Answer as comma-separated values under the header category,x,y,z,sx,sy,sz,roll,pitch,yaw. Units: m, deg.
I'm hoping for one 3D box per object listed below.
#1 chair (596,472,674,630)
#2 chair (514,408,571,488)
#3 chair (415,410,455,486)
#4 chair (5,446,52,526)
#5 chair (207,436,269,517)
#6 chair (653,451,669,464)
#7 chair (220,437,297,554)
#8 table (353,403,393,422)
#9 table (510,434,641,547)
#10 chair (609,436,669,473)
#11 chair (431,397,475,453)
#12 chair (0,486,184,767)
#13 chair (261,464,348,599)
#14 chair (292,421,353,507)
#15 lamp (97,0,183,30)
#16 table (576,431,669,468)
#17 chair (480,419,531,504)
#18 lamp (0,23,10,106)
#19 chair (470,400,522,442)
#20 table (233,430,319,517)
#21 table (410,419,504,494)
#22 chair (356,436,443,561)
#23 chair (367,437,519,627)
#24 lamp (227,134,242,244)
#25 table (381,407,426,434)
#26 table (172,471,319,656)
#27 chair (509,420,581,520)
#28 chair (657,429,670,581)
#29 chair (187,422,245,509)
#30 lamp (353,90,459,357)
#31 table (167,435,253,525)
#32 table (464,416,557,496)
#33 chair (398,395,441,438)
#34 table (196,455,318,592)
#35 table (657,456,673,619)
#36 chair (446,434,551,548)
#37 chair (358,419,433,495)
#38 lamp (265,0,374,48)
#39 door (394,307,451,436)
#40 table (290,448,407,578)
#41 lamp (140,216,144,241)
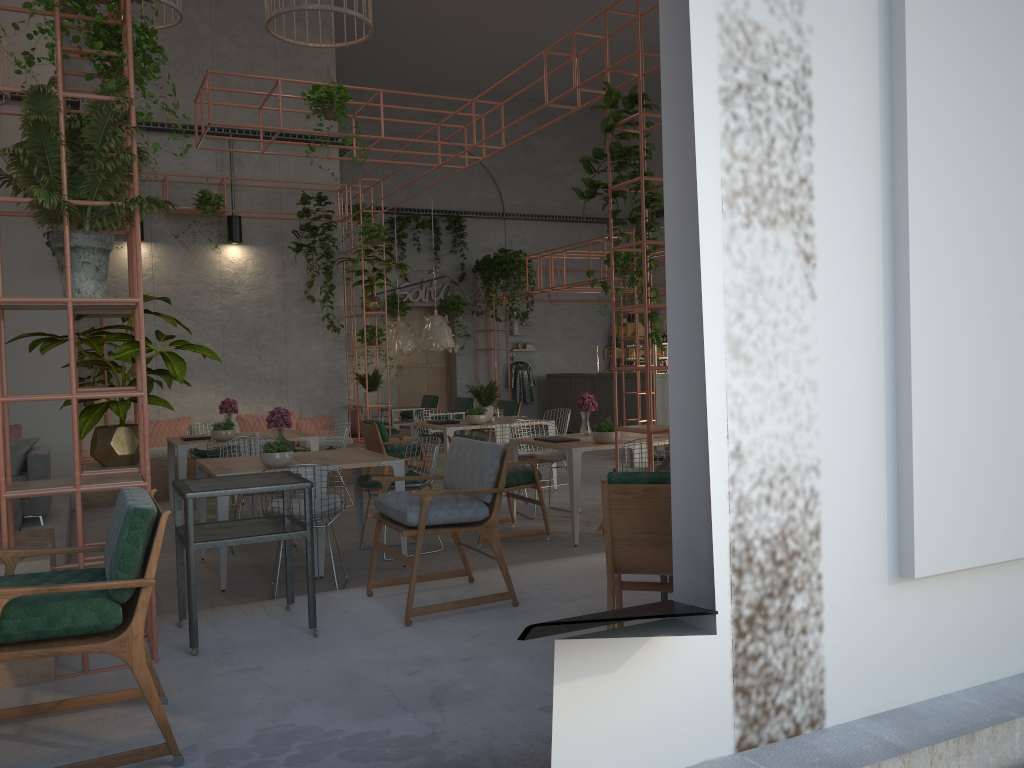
category,x,y,z,sx,sy,sz,roll,pitch,yaw
chair,0.767,0.808,3.829,0.722,0.917,0.685,-1,2,14
chair,0.391,0.791,11.149,0.717,0.941,0.565,-3,2,-30
chair,-0.916,0.818,11.540,0.565,0.941,0.717,-2,2,-25
chair,-4.956,0.967,8.309,1.127,0.672,1.052,-3,2,-26
chair,-2.631,0.953,8.640,0.565,0.941,0.717,-2,2,-10
chair,1.627,0.826,8.655,0.717,0.941,0.565,-3,2,-30
chair,-2.253,0.965,7.847,0.565,0.941,0.717,-2,2,-25
table,-2.648,0.793,16.959,0.635,0.798,0.602,-3,2,-26
table,0.562,0.930,8.111,0.694,0.830,1.205,-3,2,-26
chair,1.141,0.877,7.381,0.565,0.941,0.717,-2,2,-10
chair,-1.047,0.711,15.793,0.685,0.930,0.722,-3,2,-26
chair,-1.616,0.891,3.250,0.685,0.929,0.722,-3,2,-26
chair,-1.432,0.988,6.182,0.565,0.941,0.717,-2,2,-10
chair,-2.145,0.902,9.914,0.717,0.941,0.565,-3,2,-30
lamp,-3.687,-5.304,8.478,0.883,3.476,0.883,-1,2,27
table,1.186,0.902,8.420,0.694,0.830,1.214,-3,2,-26
chair,-0.095,0.842,9.875,0.565,0.941,0.717,-2,2,-10
lamp,-5.559,-4.620,8.785,0.883,3.476,0.883,-1,2,27
chair,-0.271,0.733,14.202,0.685,0.929,0.722,-3,2,-26
table,-2.587,0.967,9.678,0.694,0.830,1.214,-3,2,-26
table,-0.675,0.883,10.605,0.694,0.830,1.205,-3,2,-26
chair,-0.946,0.937,7.456,0.717,0.941,0.565,-3,2,-30
chair,-0.422,0.801,5.127,0.685,0.929,0.722,-3,2,-26
lamp,-3.686,-2.580,11.723,0.179,1.425,0.185,-3,2,-26
table,-1.879,0.815,15.382,0.635,0.798,0.602,-3,2,-26
table,-1.411,0.907,4.656,0.635,0.798,0.602,-3,2,-26
chair,0.320,0.853,9.046,0.565,0.941,0.717,-2,2,-25
chair,1.320,0.741,5.655,0.722,0.914,0.685,-1,2,14
chair,-3.452,0.930,10.305,0.565,0.941,0.717,-2,2,-25
lamp,-2.009,-2.516,15.323,0.704,4.052,4.456,-3,2,-26
table,-3.211,0.994,9.370,0.694,0.830,1.205,-3,2,-26
table,-0.051,0.855,10.914,0.694,0.830,1.214,-3,2,-26
chair,-1.807,0.689,17.351,0.685,0.930,0.722,-3,2,-26
table,-2.012,1.029,6.912,0.694,0.830,1.205,-3,2,-26
table,1.123,0.826,4.831,0.602,0.798,0.635,-1,2,14
chair,-0.137,0.905,7.882,0.685,0.917,0.722,-3,2,-26
chair,-1.373,0.870,10.377,0.685,0.917,0.722,-3,2,-26
lamp,-1.657,-4.696,7.359,0.883,3.476,0.883,-1,2,27
door,-2.083,-0.282,19.217,1.360,2.729,0.551,-3,2,-26
table,-1.390,1.002,7.219,0.694,0.830,1.214,-3,2,-26
lamp,-4.771,-2.533,11.194,0.179,1.425,0.185,-3,2,-26
